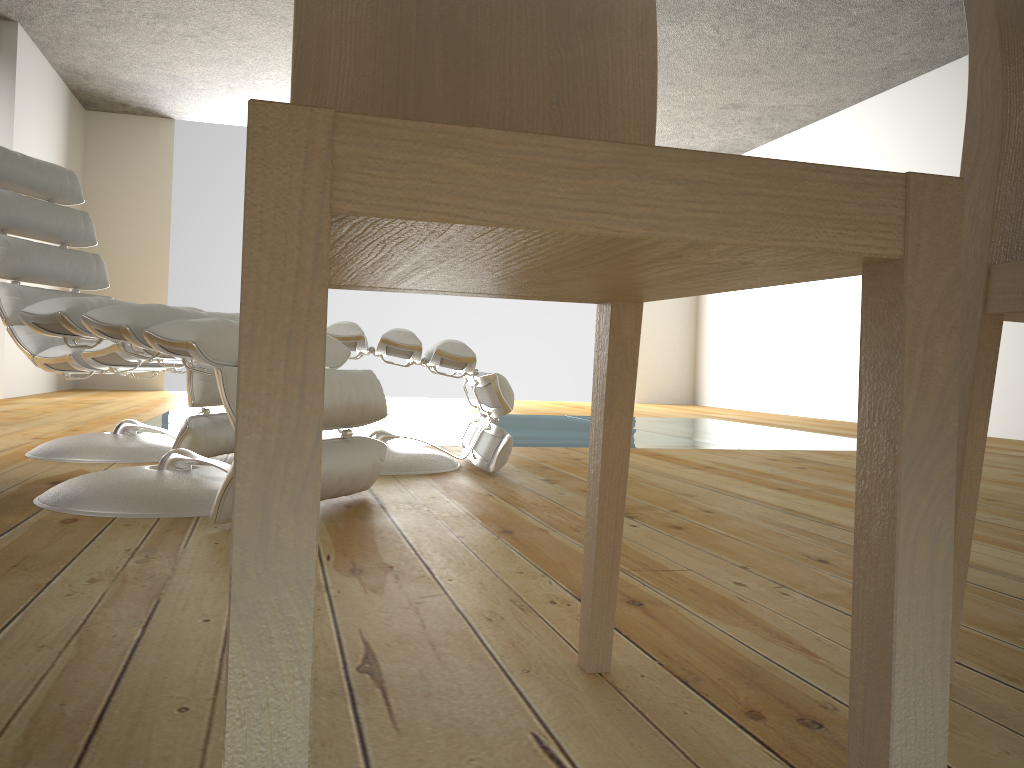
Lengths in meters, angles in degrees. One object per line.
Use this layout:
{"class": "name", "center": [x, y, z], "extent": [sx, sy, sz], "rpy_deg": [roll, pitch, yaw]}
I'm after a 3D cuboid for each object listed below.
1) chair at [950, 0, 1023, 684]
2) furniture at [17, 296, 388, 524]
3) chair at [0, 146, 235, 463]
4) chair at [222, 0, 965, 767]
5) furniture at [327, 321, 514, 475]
{"class": "chair", "center": [0.699, -0.181, 0.835], "extent": [0.404, 1.017, 0.506], "rpy_deg": [2, 0, -26]}
{"class": "furniture", "center": [-0.694, 0.037, 1.973], "extent": [0.686, 0.439, 0.569], "rpy_deg": [2, 0, 20]}
{"class": "chair", "center": [-1.248, -0.263, 2.841], "extent": [0.914, 0.969, 0.569], "rpy_deg": [2, 0, 10]}
{"class": "chair", "center": [0.007, -0.204, 0.711], "extent": [0.404, 1.017, 0.506], "rpy_deg": [2, 0, -15]}
{"class": "furniture", "center": [-0.358, 0.035, 2.799], "extent": [0.686, 0.439, 0.569], "rpy_deg": [2, 0, -8]}
